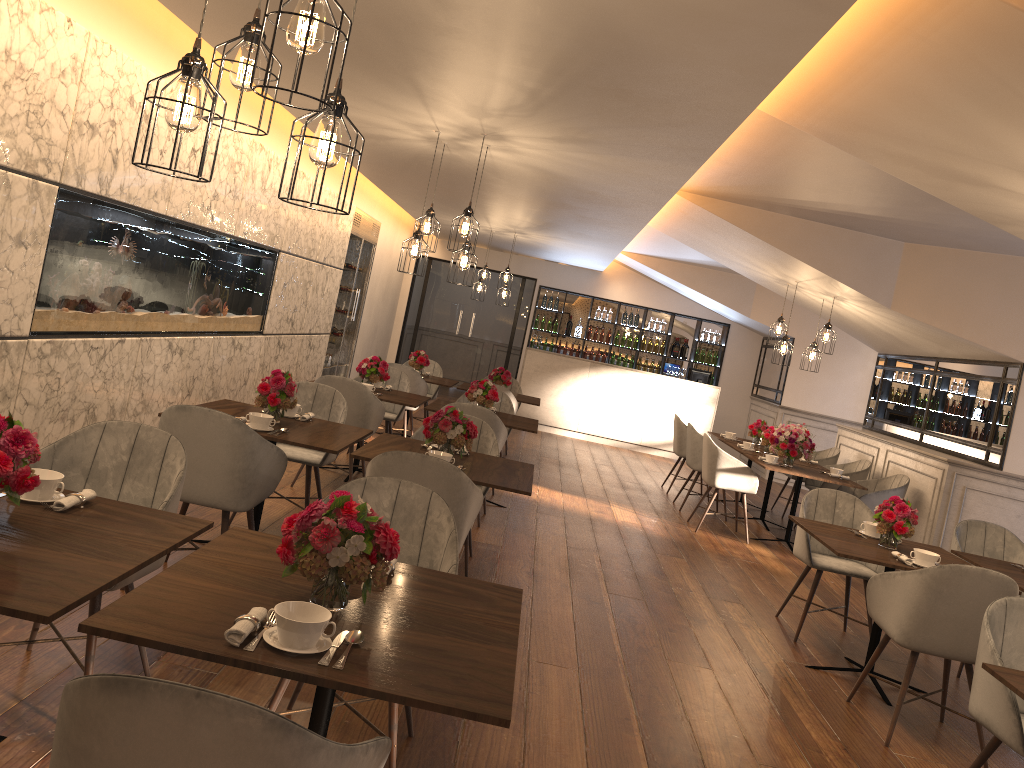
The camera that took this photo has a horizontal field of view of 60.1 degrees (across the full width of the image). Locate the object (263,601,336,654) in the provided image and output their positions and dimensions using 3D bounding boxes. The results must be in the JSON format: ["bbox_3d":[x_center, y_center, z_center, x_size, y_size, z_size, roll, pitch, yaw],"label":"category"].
[{"bbox_3d":[-0.458,0.527,1.913,0.147,0.072,0.149,10,3,-21],"label":"object"}]

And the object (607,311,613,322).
[{"bbox_3d":[1.671,-1.152,15.105,0.070,0.190,0.041,12,1,2],"label":"object"}]

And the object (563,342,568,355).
[{"bbox_3d":[0.920,-0.600,15.166,0.065,0.261,0.066,11,1,-20],"label":"object"}]

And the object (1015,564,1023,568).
[{"bbox_3d":[2.902,1.048,4.991,0.022,0.004,0.211,12,4,1],"label":"object"}]

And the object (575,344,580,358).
[{"bbox_3d":[1.136,-0.554,15.158,0.065,0.261,0.066,11,1,-20],"label":"object"}]

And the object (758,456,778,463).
[{"bbox_3d":[2.382,0.702,8.236,0.175,0.039,0.056,12,3,2],"label":"object"}]

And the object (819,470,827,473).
[{"bbox_3d":[2.957,0.833,8.249,0.197,0.015,0.043,12,3,-2],"label":"object"}]

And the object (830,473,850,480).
[{"bbox_3d":[2.970,0.839,8.021,0.175,0.039,0.056,12,3,2],"label":"object"}]

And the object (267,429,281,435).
[{"bbox_3d":[-1.189,0.239,4.449,0.022,0.004,0.211,12,4,1],"label":"object"}]

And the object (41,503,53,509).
[{"bbox_3d":[-1.296,0.335,2.545,0.025,0.024,0.193,12,4,2],"label":"object"}]

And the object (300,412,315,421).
[{"bbox_3d":[-1.163,0.187,5.031,0.056,0.039,0.176,12,4,2],"label":"object"}]

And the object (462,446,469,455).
[{"bbox_3d":[-0.264,0.375,4.996,0.056,0.039,0.176,12,4,2],"label":"object"}]

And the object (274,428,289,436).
[{"bbox_3d":[-1.162,0.239,4.441,0.043,0.015,0.197,12,4,5],"label":"object"}]

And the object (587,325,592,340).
[{"bbox_3d":[1.333,-0.884,15.150,0.065,0.261,0.066,11,1,-20],"label":"object"}]

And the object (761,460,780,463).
[{"bbox_3d":[2.388,0.713,8.201,0.192,0.024,0.025,12,2,2],"label":"object"}]

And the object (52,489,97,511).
[{"bbox_3d":[-1.260,0.335,2.554,0.056,0.039,0.176,12,4,2],"label":"object"}]

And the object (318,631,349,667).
[{"bbox_3d":[-0.388,0.575,1.936,0.022,0.004,0.211,12,4,1],"label":"object"}]

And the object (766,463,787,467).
[{"bbox_3d":[2.389,0.732,8.009,0.197,0.015,0.043,12,3,-2],"label":"object"}]

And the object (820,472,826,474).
[{"bbox_3d":[2.948,0.839,8.214,0.211,0.004,0.022,12,4,2],"label":"object"}]

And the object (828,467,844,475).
[{"bbox_3d":[2.978,0.815,8.135,0.147,0.072,0.149,8,5,-46],"label":"object"}]

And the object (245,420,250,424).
[{"bbox_3d":[-1.342,0.197,4.438,0.025,0.024,0.193,12,4,2],"label":"object"}]

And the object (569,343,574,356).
[{"bbox_3d":[1.028,-0.577,15.162,0.065,0.261,0.066,11,1,-20],"label":"object"}]

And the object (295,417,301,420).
[{"bbox_3d":[-1.198,0.187,5.023,0.025,0.024,0.193,12,4,2],"label":"object"}]

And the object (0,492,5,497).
[{"bbox_3d":[-1.453,0.314,2.534,0.022,0.004,0.211,12,4,1],"label":"object"}]

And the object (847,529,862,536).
[{"bbox_3d":[1.952,0.843,5.035,0.043,0.015,0.197,12,4,5],"label":"object"}]

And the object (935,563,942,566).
[{"bbox_3d":[2.178,0.929,4.455,0.043,0.015,0.198,12,4,-2],"label":"object"}]

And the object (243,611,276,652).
[{"bbox_3d":[-0.540,0.534,1.925,0.025,0.024,0.193,12,4,2],"label":"object"}]

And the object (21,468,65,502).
[{"bbox_3d":[-1.368,0.295,2.557,0.147,0.072,0.149,10,3,-21],"label":"object"}]

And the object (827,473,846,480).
[{"bbox_3d":[2.961,0.841,8.056,0.192,0.024,0.025,12,2,2],"label":"object"}]

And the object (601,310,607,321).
[{"bbox_3d":[1.573,-1.173,15.109,0.070,0.190,0.041,12,1,2],"label":"object"}]

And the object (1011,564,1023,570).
[{"bbox_3d":[2.877,1.037,4.998,0.043,0.015,0.197,12,4,5],"label":"object"}]

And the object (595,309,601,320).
[{"bbox_3d":[1.474,-1.193,15.113,0.070,0.190,0.041,12,1,2],"label":"object"}]

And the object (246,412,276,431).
[{"bbox_3d":[-1.260,0.191,4.425,0.147,0.072,0.149,10,3,-21],"label":"object"}]

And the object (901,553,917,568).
[{"bbox_3d":[1.991,0.885,4.453,0.025,0.024,0.193,12,4,2],"label":"object"}]

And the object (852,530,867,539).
[{"bbox_3d":[1.977,0.855,5.027,0.022,0.004,0.211,12,4,1],"label":"object"}]

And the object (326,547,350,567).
[{"bbox_3d":[-0.423,0.403,2.106,0.049,0.052,0.078,10,3,-32],"label":"object"}]

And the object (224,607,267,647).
[{"bbox_3d":[-0.573,0.520,1.917,0.056,0.039,0.176,12,4,2],"label":"object"}]

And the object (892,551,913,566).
[{"bbox_3d":[1.958,0.872,4.444,0.056,0.039,0.176,12,4,2],"label":"object"}]

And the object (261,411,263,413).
[{"bbox_3d":[-1.388,0.153,5.020,0.043,0.015,0.198,12,4,-2],"label":"object"}]

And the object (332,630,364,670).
[{"bbox_3d":[-0.352,0.577,1.928,0.043,0.015,0.198,12,4,-2],"label":"object"}]

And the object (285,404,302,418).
[{"bbox_3d":[-1.271,0.147,5.035,0.147,0.072,0.149,10,3,-21],"label":"object"}]

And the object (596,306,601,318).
[{"bbox_3d":[1.482,-1.229,15.112,0.069,0.208,0.040,12,1,2],"label":"object"}]

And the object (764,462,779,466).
[{"bbox_3d":[2.396,0.736,8.044,0.211,0.004,0.022,12,4,2],"label":"object"}]

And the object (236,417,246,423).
[{"bbox_3d":[-1.375,0.184,4.429,0.056,0.039,0.176,12,4,2],"label":"object"}]

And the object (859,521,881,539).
[{"bbox_3d":[2.062,0.835,5.050,0.147,0.072,0.149,10,4,-31],"label":"object"}]

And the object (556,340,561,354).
[{"bbox_3d":[0.811,-0.622,15.170,0.065,0.261,0.066,11,1,-20],"label":"object"}]

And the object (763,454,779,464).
[{"bbox_3d":[2.381,0.693,8.122,0.147,0.072,0.149,8,5,-46],"label":"object"}]

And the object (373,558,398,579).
[{"bbox_3d":[-0.361,0.523,2.518,0.056,0.039,0.176,12,4,2],"label":"object"}]

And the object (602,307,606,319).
[{"bbox_3d":[1.580,-1.208,15.108,0.069,0.208,0.040,12,1,2],"label":"object"}]

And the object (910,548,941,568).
[{"bbox_3d":[2.073,0.879,4.440,0.147,0.072,0.149,10,4,-31],"label":"object"}]

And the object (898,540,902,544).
[{"bbox_3d":[2.170,0.875,5.046,0.056,0.039,0.176,12,4,2],"label":"object"}]

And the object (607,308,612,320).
[{"bbox_3d":[1.679,-1.188,15.105,0.069,0.208,0.040,12,1,2],"label":"object"}]

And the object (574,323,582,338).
[{"bbox_3d":[1.142,-0.932,15.155,0.107,0.281,0.109,11,1,-42],"label":"object"}]
